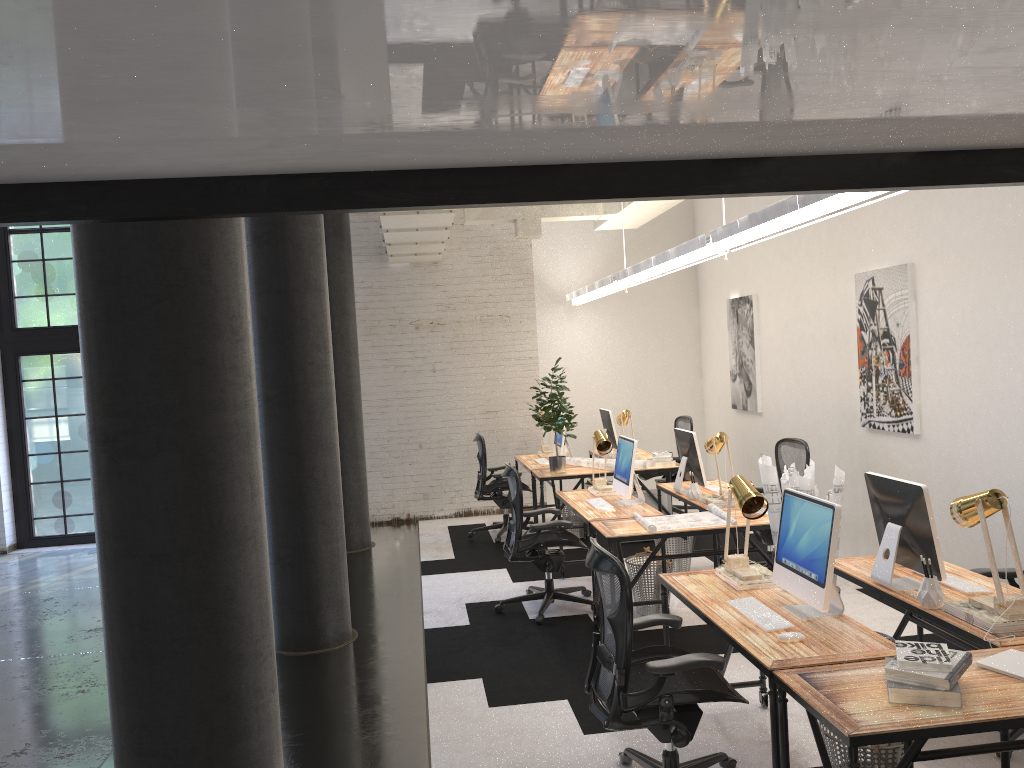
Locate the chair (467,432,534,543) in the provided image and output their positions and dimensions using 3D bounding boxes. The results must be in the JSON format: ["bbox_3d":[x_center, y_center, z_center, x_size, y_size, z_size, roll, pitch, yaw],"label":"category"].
[{"bbox_3d":[-0.094,1.017,9.153,0.792,1.086,0.770,-4,2,-23],"label":"chair"}]

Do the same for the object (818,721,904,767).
[{"bbox_3d":[1.349,1.451,3.349,0.353,0.435,0.358,-4,2,-10],"label":"object"}]

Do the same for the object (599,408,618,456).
[{"bbox_3d":[1.017,0.513,9.486,0.189,0.485,0.483,-4,2,-6],"label":"object"}]

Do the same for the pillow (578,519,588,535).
[{"bbox_3d":[0.725,1.314,8.885,0.119,0.407,0.239,-4,2,-6],"label":"pillow"}]

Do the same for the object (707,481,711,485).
[{"bbox_3d":[1.554,0.800,7.162,0.106,0.029,0.059,-4,2,-5],"label":"object"}]

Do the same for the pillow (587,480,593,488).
[{"bbox_3d":[0.906,1.275,9.837,0.119,0.407,0.239,-4,2,-6],"label":"pillow"}]

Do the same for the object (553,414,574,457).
[{"bbox_3d":[0.523,0.552,9.167,0.189,0.485,0.483,-4,2,-6],"label":"object"}]

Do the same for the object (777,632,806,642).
[{"bbox_3d":[1.047,0.945,3.321,0.106,0.029,0.059,-4,2,-5],"label":"object"}]

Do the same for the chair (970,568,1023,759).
[{"bbox_3d":[2.389,1.046,4.008,0.792,1.086,0.770,-4,2,-23],"label":"chair"}]

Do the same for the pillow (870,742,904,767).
[{"bbox_3d":[1.428,1.460,3.354,0.119,0.407,0.239,-4,2,-6],"label":"pillow"}]

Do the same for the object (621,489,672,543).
[{"bbox_3d":[1.264,1.271,8.581,0.544,0.455,0.221,-4,2,-6],"label":"object"}]

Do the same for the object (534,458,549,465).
[{"bbox_3d":[0.313,0.798,9.178,0.118,0.018,0.438,-4,2,-6],"label":"object"}]

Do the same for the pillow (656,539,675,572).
[{"bbox_3d":[1.236,1.357,7.178,0.119,0.407,0.239,-4,2,-6],"label":"pillow"}]

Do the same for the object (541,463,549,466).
[{"bbox_3d":[0.343,0.799,8.852,0.106,0.029,0.059,-4,2,-5],"label":"object"}]

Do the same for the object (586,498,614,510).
[{"bbox_3d":[0.643,0.880,6.519,0.118,0.018,0.438,-4,2,-6],"label":"object"}]

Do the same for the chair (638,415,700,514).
[{"bbox_3d":[1.685,0.900,9.539,0.792,1.086,0.770,-4,2,-23],"label":"chair"}]

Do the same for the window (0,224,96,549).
[{"bbox_3d":[-4.588,-0.723,10.217,2.490,5.183,0.137,-4,3,-6],"label":"window"}]

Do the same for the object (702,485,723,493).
[{"bbox_3d":[1.585,0.814,6.836,0.118,0.018,0.438,-4,2,-6],"label":"object"}]

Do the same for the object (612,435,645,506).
[{"bbox_3d":[0.853,0.634,6.507,0.189,0.485,0.483,-4,2,-6],"label":"object"}]

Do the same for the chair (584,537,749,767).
[{"bbox_3d":[0.609,1.163,3.622,0.792,1.086,0.770,-4,2,-23],"label":"chair"}]

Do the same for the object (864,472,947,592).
[{"bbox_3d":[1.721,0.659,3.955,0.189,0.485,0.483,-4,2,-6],"label":"object"}]

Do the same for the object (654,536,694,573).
[{"bbox_3d":[1.314,1.338,7.181,0.353,0.435,0.358,-4,2,-10],"label":"object"}]

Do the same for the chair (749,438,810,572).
[{"bbox_3d":[2.015,0.982,6.879,0.792,1.086,0.770,-4,2,-23],"label":"chair"}]

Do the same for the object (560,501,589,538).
[{"bbox_3d":[0.645,1.306,8.880,0.353,0.435,0.358,-4,2,-10],"label":"object"}]

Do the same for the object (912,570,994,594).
[{"bbox_3d":[1.958,0.878,3.964,0.118,0.018,0.438,-4,2,-6],"label":"object"}]

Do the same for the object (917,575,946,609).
[{"bbox_3d":[1.710,0.849,3.621,0.101,0.127,0.101,-2,3,39],"label":"object"}]

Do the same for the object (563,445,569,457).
[{"bbox_3d":[0.555,0.720,9.517,0.101,0.127,0.101,-2,3,39],"label":"object"}]

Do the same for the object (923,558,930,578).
[{"bbox_3d":[1.698,0.809,3.607,0.054,0.207,0.008,-4,3,-19],"label":"object"}]

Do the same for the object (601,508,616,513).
[{"bbox_3d":[0.673,0.881,6.192,0.106,0.029,0.059,-4,2,-5],"label":"object"}]

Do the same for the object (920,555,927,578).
[{"bbox_3d":[1.699,0.807,3.631,0.008,0.207,0.054,-5,3,-23],"label":"object"}]

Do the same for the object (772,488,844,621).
[{"bbox_3d":[1.226,0.698,3.636,0.189,0.485,0.483,-4,2,-6],"label":"object"}]

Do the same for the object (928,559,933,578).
[{"bbox_3d":[1.710,0.808,3.605,0.054,0.207,0.008,-6,3,-41],"label":"object"}]

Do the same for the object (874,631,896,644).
[{"bbox_3d":[1.688,1.402,4.309,0.353,0.435,0.358,-4,2,-10],"label":"object"}]

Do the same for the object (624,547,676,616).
[{"bbox_3d":[0.975,1.387,6.221,0.353,0.435,0.358,-4,2,-10],"label":"object"}]

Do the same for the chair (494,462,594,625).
[{"bbox_3d":[0.236,1.099,6.493,0.792,1.086,0.770,-4,2,-23],"label":"chair"}]

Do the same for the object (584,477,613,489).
[{"bbox_3d":[0.984,1.257,9.840,0.353,0.435,0.358,-4,2,-10],"label":"object"}]

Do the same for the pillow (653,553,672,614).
[{"bbox_3d":[1.055,1.396,6.225,0.119,0.407,0.239,-4,2,-6],"label":"pillow"}]

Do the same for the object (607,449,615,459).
[{"bbox_3d":[1.007,0.704,9.151,0.101,0.127,0.101,-2,3,39],"label":"object"}]

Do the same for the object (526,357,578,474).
[{"bbox_3d":[0.381,0.291,8.269,0.438,1.078,0.513,-4,3,-16],"label":"object"}]

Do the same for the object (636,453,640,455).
[{"bbox_3d":[1.255,0.732,9.495,0.118,0.018,0.438,-4,2,-6],"label":"object"}]

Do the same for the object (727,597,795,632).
[{"bbox_3d":[1.017,0.944,3.647,0.118,0.018,0.438,-4,2,-6],"label":"object"}]

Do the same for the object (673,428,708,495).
[{"bbox_3d":[1.347,0.595,6.826,0.189,0.485,0.483,-4,2,-6],"label":"object"}]
